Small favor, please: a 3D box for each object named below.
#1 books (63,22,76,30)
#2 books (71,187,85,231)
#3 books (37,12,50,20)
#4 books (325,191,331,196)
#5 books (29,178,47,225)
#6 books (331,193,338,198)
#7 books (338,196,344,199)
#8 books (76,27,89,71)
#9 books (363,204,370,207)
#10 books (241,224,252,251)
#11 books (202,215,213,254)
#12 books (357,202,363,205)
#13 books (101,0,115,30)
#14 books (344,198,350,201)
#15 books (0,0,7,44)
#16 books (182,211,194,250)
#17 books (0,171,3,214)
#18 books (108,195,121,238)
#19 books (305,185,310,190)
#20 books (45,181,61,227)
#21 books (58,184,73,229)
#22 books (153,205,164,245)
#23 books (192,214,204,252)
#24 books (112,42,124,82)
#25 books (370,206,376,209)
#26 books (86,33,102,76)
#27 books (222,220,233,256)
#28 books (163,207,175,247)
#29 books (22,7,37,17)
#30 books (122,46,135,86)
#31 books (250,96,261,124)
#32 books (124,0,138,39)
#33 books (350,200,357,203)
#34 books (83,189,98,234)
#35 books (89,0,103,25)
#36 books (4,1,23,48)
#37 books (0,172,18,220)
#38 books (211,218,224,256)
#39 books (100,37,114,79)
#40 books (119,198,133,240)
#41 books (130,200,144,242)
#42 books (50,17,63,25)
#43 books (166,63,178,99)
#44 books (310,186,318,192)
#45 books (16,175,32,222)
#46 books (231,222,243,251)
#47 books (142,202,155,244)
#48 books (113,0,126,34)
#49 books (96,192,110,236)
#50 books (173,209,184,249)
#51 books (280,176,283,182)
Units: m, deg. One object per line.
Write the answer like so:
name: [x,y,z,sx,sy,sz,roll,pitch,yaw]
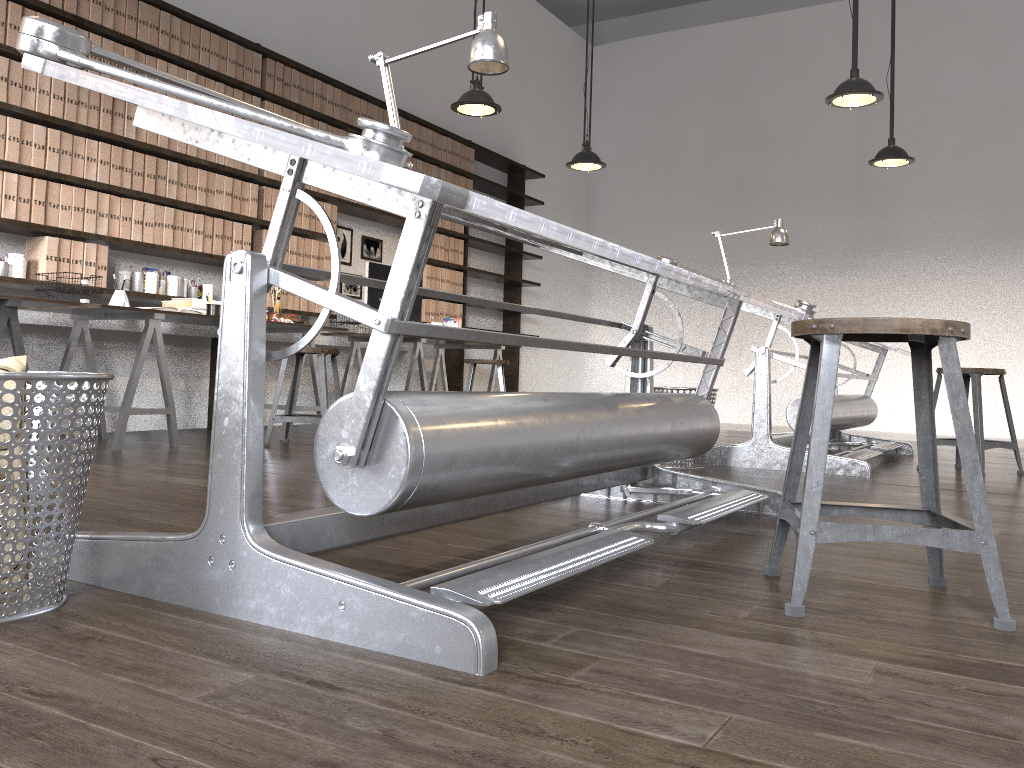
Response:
books: [-2.318,-1.714,4.528,0.174,0.226,0.066,1,-3,30]
books: [-2.295,-0.897,4.576,0.174,0.226,0.067,1,-3,30]
books: [-2.390,-1.716,4.414,0.174,0.226,0.066,1,-3,30]
books: [-1.349,-1.423,6.199,0.174,0.226,0.066,1,-3,30]
books: [-2.398,-0.899,4.402,0.174,0.226,0.067,1,-3,30]
books: [-1.311,-1.422,6.254,0.174,0.226,0.067,1,-3,30]
books: [-1.283,-1.421,6.315,0.174,0.226,0.066,1,-3,30]
books: [-2.284,-1.714,4.593,0.174,0.226,0.066,1,-3,30]
books: [-1.133,-1.418,6.561,0.174,0.226,0.067,1,-3,30]
books: [-1.724,-0.884,5.561,0.174,0.226,0.066,1,-3,30]
books: [-1.879,-0.887,5.302,0.174,0.226,0.066,1,-3,30]
books: [-1.176,-1.419,6.499,0.174,0.226,0.066,1,-3,30]
books: [-2.205,-1.989,4.726,0.174,0.226,0.066,1,-3,30]
books: [-1.247,-1.421,6.377,0.174,0.226,0.066,1,-3,30]
books: [-2.500,-1.719,4.230,0.174,0.226,0.066,1,-3,30]
books: [-1.950,-0.889,5.179,0.174,0.226,0.066,1,-3,30]
books: [-2.512,-0.902,4.218,0.174,0.226,0.066,1,-3,30]
books: [-2.193,-0.894,4.765,0.174,0.226,0.066,1,-3,30]
books: [-1.453,-1.425,6.022,0.174,0.226,0.066,1,-3,30]
books: [-2.366,-0.898,4.469,0.174,0.226,0.066,1,-3,30]
books: [-2.330,-0.898,4.524,0.174,0.226,0.066,1,-3,30]
books: [-2.052,-0.891,5.001,0.174,0.226,0.066,1,-3,30]
books: [-1.911,-0.888,5.238,0.174,0.226,0.066,1,-3,30]
books: [-2.180,-1.711,4.774,0.174,0.226,0.066,1,-3,30]
books: [-1.101,-1.417,6.628,0.174,0.226,0.066,1,-3,30]
books: [-2.245,-1.713,4.656,0.174,0.226,0.067,1,-3,30]
books: [-1.804,-0.885,5.430,0.174,0.226,0.066,1,-3,30]
books: [-2.015,-0.890,5.057,0.174,0.226,0.067,1,-3,30]
books: [-2.425,-1.717,4.358,0.174,0.226,0.066,1,-3,30]
books: [-2.143,-1.710,4.829,0.174,0.226,0.067,1,-3,30]
books: [-1.684,-1.700,5.622,0.174,0.226,0.066,1,-3,30]
books: [-2.136,-1.988,4.847,0.174,0.226,0.066,1,-3,30]
books: [-1.208,-1.420,6.436,0.174,0.226,0.066,1,-3,30]
books: [-2.258,-0.896,4.639,0.174,0.226,0.066,1,-3,30]
books: [-2.239,-1.990,4.662,0.174,0.226,0.066,1,-3,30]
books: [-2.458,-1.718,4.292,0.174,0.226,0.067,1,-3,30]
books: [-2.472,-0.901,4.277,0.174,0.226,0.066,1,-3,30]
books: [-1.837,-0.886,5.363,0.174,0.226,0.067,1,-3,30]
books: [-2.210,-1.712,4.719,0.174,0.226,0.066,1,-3,30]
books: [-2.156,-0.894,4.824,0.174,0.226,0.066,1,-3,30]
books: [-2.117,-0.893,4.883,0.174,0.226,0.067,1,-3,30]
books: [-2.354,-1.715,4.466,0.174,0.226,0.067,1,-3,30]
books: [-2.003,-1.707,5.074,0.174,0.226,0.066,1,-3,30]
books: [-1.414,-1.424,6.081,0.174,0.226,0.067,1,-3,30]
books: [-2.441,-0.900,4.340,0.174,0.226,0.066,1,-3,30]
books: [-1.761,-0.884,5.492,0.174,0.226,0.067,1,-3,30]
books: [-2.083,-0.892,4.946,0.174,0.226,0.066,1,-3,30]
books: [-2.173,-1.989,4.788,0.174,0.226,0.066,1,-3,30]
books: [-2.225,-0.895,4.703,0.174,0.226,0.066,1,-3,30]
books: [-1.986,-0.890,5.118,0.174,0.226,0.066,1,-3,30]
books: [-1.555,-1.428,5.837,0.174,0.226,0.066,1,-3,30]
